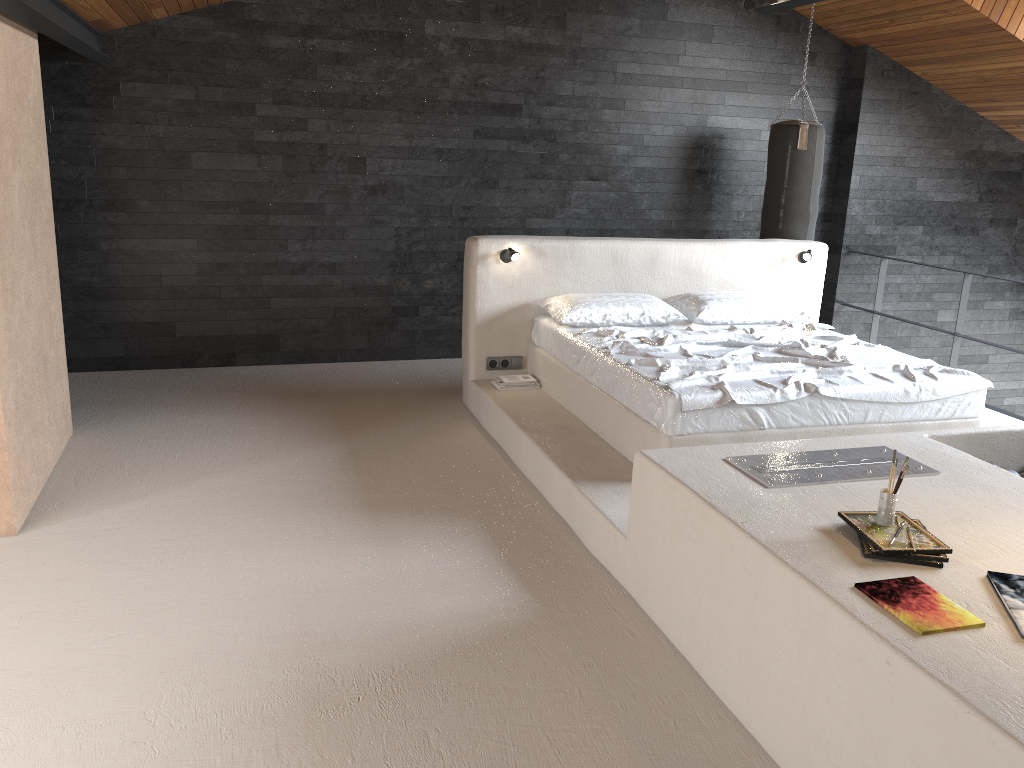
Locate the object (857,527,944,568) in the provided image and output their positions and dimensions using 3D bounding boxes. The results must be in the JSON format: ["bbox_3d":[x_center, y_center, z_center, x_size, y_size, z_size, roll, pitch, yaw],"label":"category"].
[{"bbox_3d":[1.128,0.462,2.608,0.207,0.013,0.276,6,15,13],"label":"object"}]

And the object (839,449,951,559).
[{"bbox_3d":[1.125,0.329,2.581,0.245,0.234,0.301,3,15,2],"label":"object"}]

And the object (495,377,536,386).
[{"bbox_3d":[0.019,-0.019,5.606,0.231,0.015,0.159,-1,15,-12],"label":"object"}]

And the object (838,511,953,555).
[{"bbox_3d":[1.120,0.435,2.609,0.207,0.013,0.276,1,15,-6],"label":"object"}]

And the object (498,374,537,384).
[{"bbox_3d":[0.035,-0.031,5.603,0.206,0.015,0.161,-2,15,-17],"label":"object"}]

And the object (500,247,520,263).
[{"bbox_3d":[-0.012,-0.801,5.535,0.087,0.106,0.156,-3,16,-20],"label":"object"}]

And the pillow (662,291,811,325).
[{"bbox_3d":[1.478,-0.512,5.873,0.842,0.173,0.509,-2,15,-17],"label":"pillow"}]

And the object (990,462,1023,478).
[{"bbox_3d":[2.494,0.590,3.113,1.435,0.246,1.843,-2,15,-17],"label":"object"}]

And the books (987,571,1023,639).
[{"bbox_3d":[1.383,0.571,2.236,0.260,0.019,0.348,6,15,14],"label":"books"}]

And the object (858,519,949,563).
[{"bbox_3d":[1.129,0.450,2.606,0.207,0.013,0.276,4,15,7],"label":"object"}]

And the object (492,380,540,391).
[{"bbox_3d":[0.024,0.002,5.603,0.269,0.028,0.176,-2,15,-17],"label":"object"}]

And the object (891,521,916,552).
[{"bbox_3d":[1.132,0.438,2.584,0.064,0.010,0.232,7,16,18],"label":"object"}]

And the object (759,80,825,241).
[{"bbox_3d":[2.238,-1.583,7.069,0.442,1.602,0.445,5,15,10],"label":"object"}]

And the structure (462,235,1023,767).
[{"bbox_3d":[1.580,0.106,4.149,2.634,1.120,4.616,-2,15,-17],"label":"structure"}]

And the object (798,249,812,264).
[{"bbox_3d":[2.038,-0.887,6.175,0.085,0.106,0.165,5,15,10],"label":"object"}]

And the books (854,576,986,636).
[{"bbox_3d":[1.024,0.556,2.240,0.188,0.013,0.251,-2,15,-16],"label":"books"}]

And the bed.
[{"bbox_3d":[1.276,-0.057,5.143,1.826,0.484,2.012,-2,15,-17],"label":"bed"}]

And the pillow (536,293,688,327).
[{"bbox_3d":[0.622,-0.481,5.614,0.837,0.176,0.502,-2,15,-16],"label":"pillow"}]
